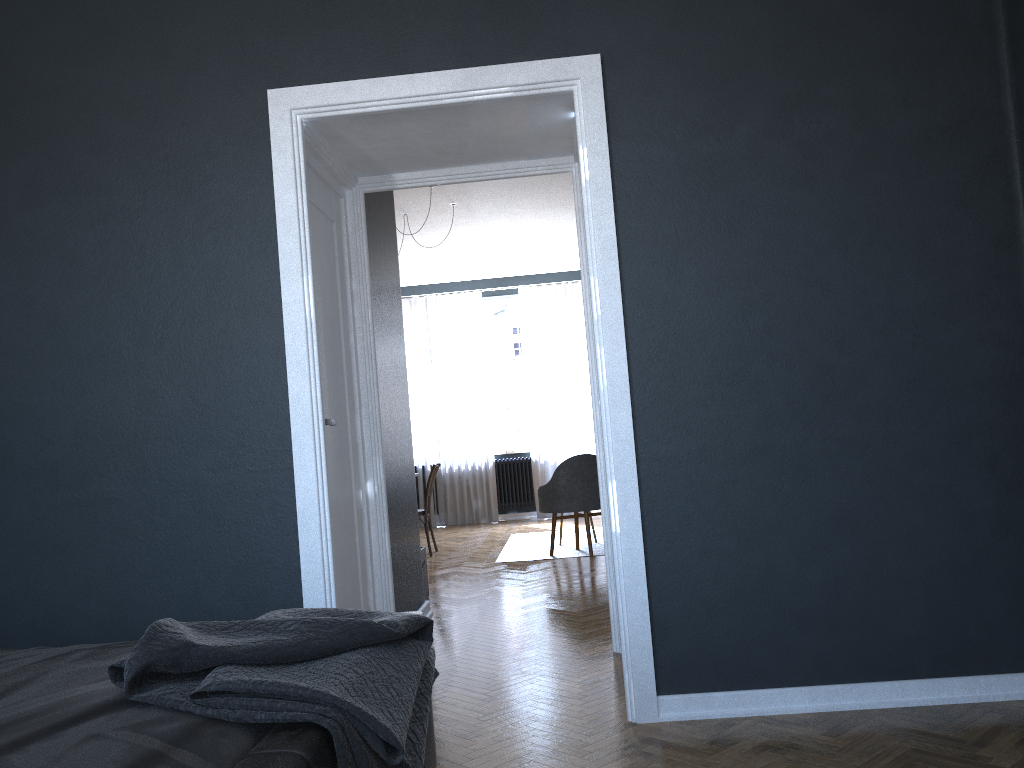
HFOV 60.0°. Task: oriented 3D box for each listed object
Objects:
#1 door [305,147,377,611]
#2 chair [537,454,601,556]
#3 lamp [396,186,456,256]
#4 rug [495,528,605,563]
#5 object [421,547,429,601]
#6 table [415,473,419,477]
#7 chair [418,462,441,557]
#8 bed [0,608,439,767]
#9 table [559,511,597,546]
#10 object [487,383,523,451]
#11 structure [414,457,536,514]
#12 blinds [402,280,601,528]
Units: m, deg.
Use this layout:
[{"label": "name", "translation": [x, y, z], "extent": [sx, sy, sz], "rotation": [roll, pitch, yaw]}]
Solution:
[{"label": "door", "translation": [-0.744, 0.168, 3.593], "extent": [0.162, 2.185, 0.857], "rotation": [-5, -3, 4]}, {"label": "chair", "translation": [0.569, 0.975, 7.246], "extent": [0.645, 0.810, 0.495], "rotation": [-4, -3, -18]}, {"label": "lamp", "translation": [-1.048, -0.689, 7.573], "extent": [1.592, 1.573, 0.583], "rotation": [-7, -3, 35]}, {"label": "rug", "translation": [0.428, 1.443, 8.036], "extent": [1.003, 0.013, 2.012], "rotation": [-5, -3, 4]}, {"label": "object", "translation": [-0.756, 1.219, 5.496], "extent": [0.383, 0.326, 0.553], "rotation": [-5, -3, 4]}, {"label": "table", "translation": [-1.470, 1.214, 7.710], "extent": [1.126, 0.727, 1.605], "rotation": [-5, -3, 4]}, {"label": "chair", "translation": [-0.865, 1.136, 8.014], "extent": [0.467, 0.819, 0.363], "rotation": [-5, -3, 3]}, {"label": "bed", "translation": [-1.362, 0.598, 1.341], "extent": [2.375, 1.161, 2.267], "rotation": [-5, -3, 4]}, {"label": "table", "translation": [0.585, 1.164, 8.172], "extent": [0.339, 0.549, 0.788], "rotation": [-5, -3, 4]}, {"label": "object", "translation": [-0.129, 0.404, 10.726], "extent": [0.514, 0.809, 0.600], "rotation": [-4, -3, -22]}, {"label": "structure", "translation": [-0.507, 1.234, 10.691], "extent": [1.846, 0.600, 0.216], "rotation": [-5, -3, 4]}, {"label": "blinds", "translation": [0.100, 0.222, 10.628], "extent": [3.993, 2.787, 0.312], "rotation": [-5, -3, 4]}]
